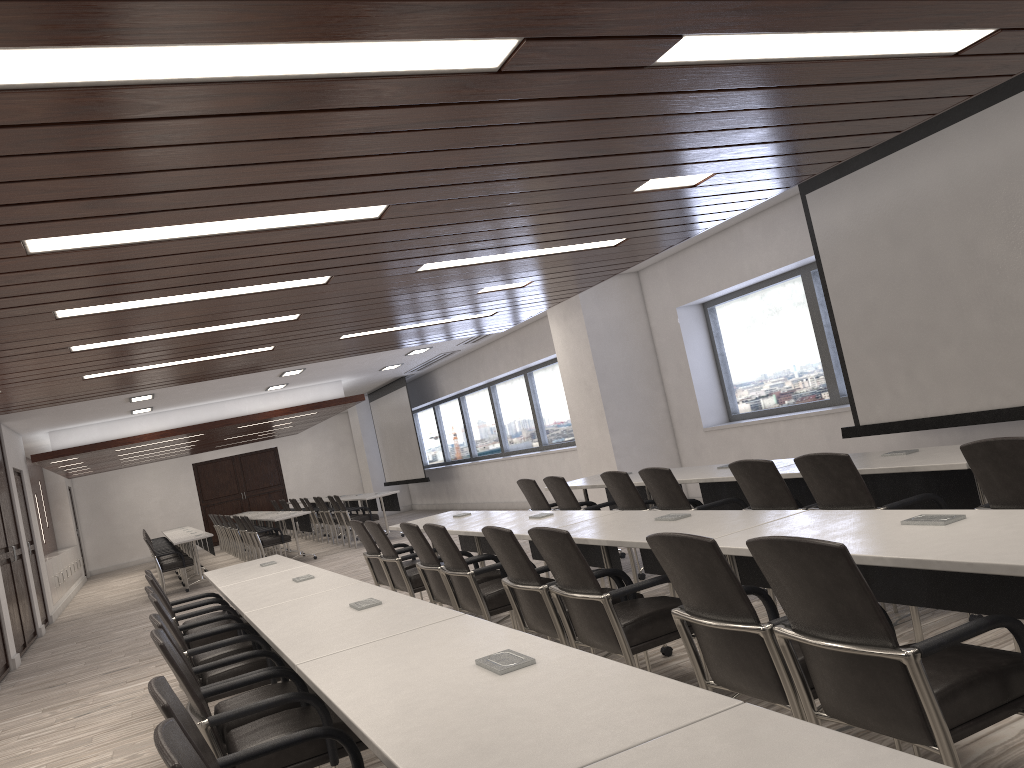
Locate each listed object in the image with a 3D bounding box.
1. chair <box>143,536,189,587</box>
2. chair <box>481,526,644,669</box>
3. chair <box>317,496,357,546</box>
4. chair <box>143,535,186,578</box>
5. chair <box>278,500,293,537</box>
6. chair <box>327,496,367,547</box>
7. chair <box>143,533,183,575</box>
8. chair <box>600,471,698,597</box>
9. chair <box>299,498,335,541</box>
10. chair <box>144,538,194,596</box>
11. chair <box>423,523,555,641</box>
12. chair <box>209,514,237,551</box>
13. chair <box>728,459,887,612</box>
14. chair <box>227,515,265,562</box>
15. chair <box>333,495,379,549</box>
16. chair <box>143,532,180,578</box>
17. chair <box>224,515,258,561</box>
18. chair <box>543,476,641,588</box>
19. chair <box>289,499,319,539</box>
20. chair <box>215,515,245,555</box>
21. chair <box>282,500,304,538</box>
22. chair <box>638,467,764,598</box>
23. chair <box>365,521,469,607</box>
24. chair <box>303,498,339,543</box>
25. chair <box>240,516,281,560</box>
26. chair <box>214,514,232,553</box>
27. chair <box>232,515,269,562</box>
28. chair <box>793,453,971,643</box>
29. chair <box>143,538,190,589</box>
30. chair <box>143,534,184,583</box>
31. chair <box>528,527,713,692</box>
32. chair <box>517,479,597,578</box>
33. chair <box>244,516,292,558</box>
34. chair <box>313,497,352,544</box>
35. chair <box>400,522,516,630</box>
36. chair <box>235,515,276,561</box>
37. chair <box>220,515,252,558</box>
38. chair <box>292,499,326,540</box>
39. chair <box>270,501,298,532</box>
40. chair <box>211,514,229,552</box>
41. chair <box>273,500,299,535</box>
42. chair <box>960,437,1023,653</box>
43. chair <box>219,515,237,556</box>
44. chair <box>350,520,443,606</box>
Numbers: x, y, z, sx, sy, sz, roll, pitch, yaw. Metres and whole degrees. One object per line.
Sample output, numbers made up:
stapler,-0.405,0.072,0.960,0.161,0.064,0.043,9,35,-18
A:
chair,-5.894,2.994,15.205,0.638,0.939,0.513,-11,-3,-24
chair,0.279,1.071,4.266,0.638,0.939,0.513,-11,-3,-23
chair,-3.192,2.473,16.411,0.638,0.939,0.513,-11,-3,-23
chair,-6.097,3.064,15.693,0.638,0.939,0.513,-11,-3,-23
chair,-5.132,3.142,21.069,0.638,0.939,0.513,-11,-3,-23
chair,-2.809,2.341,15.495,0.638,0.939,0.513,-11,-3,-24
chair,-6.671,3.262,17.062,0.638,0.939,0.513,-11,-3,-23
chair,1.058,1.008,6.260,0.638,0.939,0.513,-11,-3,-23
chair,-3.967,2.741,18.277,0.638,0.939,0.513,-11,-3,-23
chair,-5.305,2.792,13.812,0.638,0.939,0.513,-11,-3,-23
chair,-0.097,1.201,5.169,0.638,0.939,0.513,-11,-3,-24
chair,-7.058,3.602,21.853,0.638,0.939,0.513,-11,-3,-24
chair,1.632,0.809,4.861,0.638,0.939,0.513,-11,-3,-23
chair,-5.112,2.932,17.201,0.638,0.939,0.513,-11,-3,-23
chair,-2.609,2.272,15.016,0.638,0.939,0.513,-11,-3,-23
chair,-7.064,3.397,17.980,0.638,0.939,0.513,-11,-3,-23
chair,-5.313,3.000,17.673,0.638,0.939,0.513,-11,-3,-23
chair,0.682,1.139,7.173,0.638,0.939,0.513,-11,-3,-23
chair,-4.534,2.938,19.674,0.638,0.939,0.513,-11,-3,-25
chair,-6.275,3.333,19.991,0.638,0.939,0.513,-11,-3,-24
chair,-4.931,3.073,20.581,0.638,0.939,0.513,-11,-3,-24
chair,1.263,0.939,5.783,0.638,0.939,0.513,-11,-3,-23
chair,-0.673,1.400,6.569,0.638,0.939,0.513,-11,-3,-24
chair,-3.769,2.672,17.796,0.638,0.939,0.513,-11,-3,-23
chair,-4.159,2.602,14.901,0.638,0.939,0.513,-11,-3,-24
chair,-6.466,3.400,20.469,0.638,0.939,0.513,-11,-3,-23
chair,-4.721,2.798,16.289,0.638,0.939,0.513,-11,-3,-24
chair,1.844,0.738,4.387,0.638,0.939,0.513,-11,-3,-24
chair,-5.513,2.863,14.286,0.638,0.939,0.513,-11,-3,-24
chair,-6.479,3.195,16.584,0.638,0.939,0.513,-11,-3,-23
chair,0.498,0.998,3.788,0.638,0.939,0.513,-11,-3,-25
chair,0.469,1.210,7.643,0.638,0.939,0.513,-11,-3,-23
chair,-3.944,2.529,14.418,0.638,0.939,0.513,-11,-3,-24
chair,-3.376,2.539,16.896,0.638,0.939,0.513,-11,-3,-25
chair,-0.295,1.269,5.649,0.638,0.939,0.513,-11,-3,-24
chair,-4.524,2.730,15.813,0.638,0.939,0.513,-11,-3,-25
chair,-5.698,3.133,18.595,0.638,0.939,0.513,-11,-3,-24
chair,-4.339,2.870,19.190,0.638,0.939,0.513,-11,-3,-24
chair,-5.704,3.341,22.454,0.638,0.939,0.513,-11,-3,-23
chair,-6.845,3.531,21.386,0.638,0.939,0.513,-11,-3,-23
chair,-5.513,3.273,21.974,0.638,0.939,0.513,-11,-3,-23
chair,2.217,0.608,3.471,0.638,0.939,0.513,-11,-3,-25
chair,-5.889,3.200,19.078,0.638,0.939,0.513,-11,-3,-24
chair,-0.872,1.469,7.052,0.638,0.939,0.513,-11,-3,-24
